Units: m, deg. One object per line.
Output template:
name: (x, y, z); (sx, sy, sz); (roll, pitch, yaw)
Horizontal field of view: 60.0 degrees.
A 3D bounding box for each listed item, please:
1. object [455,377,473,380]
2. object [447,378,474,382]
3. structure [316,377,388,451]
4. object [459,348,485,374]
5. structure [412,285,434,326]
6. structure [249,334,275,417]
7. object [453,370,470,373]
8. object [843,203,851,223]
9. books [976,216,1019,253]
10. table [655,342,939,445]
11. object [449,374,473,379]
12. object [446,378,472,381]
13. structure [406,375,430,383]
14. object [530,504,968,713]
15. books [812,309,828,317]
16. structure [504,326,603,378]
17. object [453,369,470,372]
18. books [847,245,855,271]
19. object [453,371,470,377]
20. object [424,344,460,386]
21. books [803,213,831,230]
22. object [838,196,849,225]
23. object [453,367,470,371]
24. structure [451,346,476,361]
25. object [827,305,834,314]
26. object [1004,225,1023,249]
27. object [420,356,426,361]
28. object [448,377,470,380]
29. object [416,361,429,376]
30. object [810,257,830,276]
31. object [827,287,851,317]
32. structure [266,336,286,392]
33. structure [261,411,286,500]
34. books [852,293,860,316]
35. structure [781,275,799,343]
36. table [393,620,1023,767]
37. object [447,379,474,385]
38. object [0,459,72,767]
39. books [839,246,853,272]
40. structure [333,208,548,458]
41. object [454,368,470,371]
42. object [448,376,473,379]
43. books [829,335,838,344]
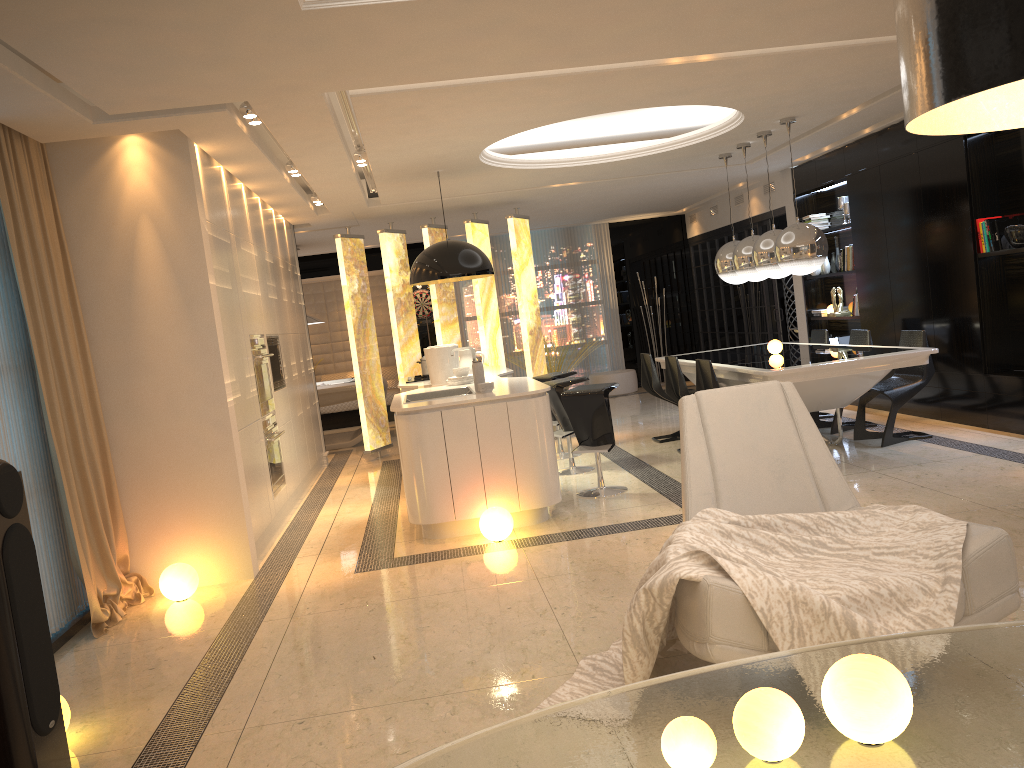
object: (-0.395, -0.041, 7.061); (0.229, 0.016, 0.229); (-5, 5, 24)
object: (-0.393, -0.024, 7.063); (0.264, 0.033, 0.264); (-10, 5, -36)
structure: (-3.072, 0.480, 11.598); (2.912, 0.812, 1.659); (-8, 4, -6)
object: (-0.359, -0.169, 7.524); (0.211, 0.254, 0.183); (-11, 6, -43)
structure: (-1.375, -1.223, 13.609); (0.669, 0.669, 0.048); (-8, 4, -6)
structure: (-2.107, -0.043, 6.640); (0.595, 0.597, 0.609); (-8, 4, -6)
object: (-0.400, -0.080, 7.059); (0.138, 0.051, 0.138); (-3, 6, 42)
object: (3.479, -1.755, 9.142); (0.104, 0.224, 0.104); (-8, 4, -4)
books: (3.749, -1.158, 6.831); (0.210, 0.270, 0.236); (-8, 4, -6)
table: (2.308, 0.113, 7.775); (1.293, 0.759, 3.031); (-8, 4, -6)
object: (-0.397, -0.055, 7.060); (0.229, 0.016, 0.229); (-5, 5, 24)
object: (-0.393, -0.030, 7.063); (0.264, 0.033, 0.264); (-10, 5, -36)
structure: (-0.765, -0.076, 8.519); (0.502, 0.026, 0.811); (-8, 4, -6)
object: (0.808, 0.746, 3.022); (1.347, 0.580, 0.972); (-5, 5, 31)
books: (3.499, -0.795, 9.891); (0.209, 0.073, 0.266); (-7, 4, -2)
structure: (0.594, -0.263, 13.084); (1.282, 1.142, 1.275); (-4, 6, 41)
object: (-0.400, -0.086, 7.058); (0.138, 0.051, 0.138); (-3, 6, 42)
books: (3.532, -1.292, 8.986); (0.212, 0.261, 0.252); (-8, 4, -6)
object: (-0.399, -0.074, 7.059); (0.138, 0.051, 0.138); (-3, 6, 42)
object: (-0.569, -0.165, 7.335); (0.288, 0.330, 0.288); (-6, 4, 12)
books: (3.365, -1.775, 9.825); (0.259, 0.188, 0.302); (-7, 4, 1)
object: (3.469, -1.801, 9.251); (0.111, 0.301, 0.111); (-8, 4, -10)
object: (-0.402, -0.097, 7.058); (0.138, 0.051, 0.138); (-3, 6, 42)
structure: (-0.327, -0.103, 6.223); (0.177, 0.310, 0.089); (-8, 4, -6)
object: (3.500, -0.805, 9.676); (0.125, 0.125, 0.125); (-4, 5, 34)
object: (3.772, -1.088, 6.524); (0.193, 0.177, 0.375); (-8, 4, -5)
object: (-0.768, -0.249, 8.505); (0.249, 0.212, 0.256); (-5, 5, 30)
object: (-0.396, -0.046, 7.061); (0.229, 0.016, 0.229); (-5, 5, 24)
object: (-0.750, -0.165, 8.515); (0.266, 0.147, 0.253); (-4, 5, 37)
object: (3.392, -1.405, 9.839); (0.210, 0.395, 0.180); (-7, 4, -2)
object: (3.487, -0.881, 9.502); (0.177, 0.311, 0.177); (-8, 4, -6)
structure: (-2.182, -0.148, 7.376); (0.446, 0.450, 0.659); (-8, 4, -6)
structure: (-2.030, 0.560, 6.685); (0.595, 0.597, 0.609); (-8, 4, -6)
books: (3.588, -0.821, 9.032); (0.182, 0.232, 0.284); (-7, 4, -3)
structure: (4.398, -2.225, 12.623); (1.964, 4.134, 3.425); (-8, 4, -6)
table: (0.716, 0.875, 1.435); (2.140, 0.565, 0.999); (-8, 4, -6)
object: (-0.392, -0.018, 7.064); (0.264, 0.033, 0.264); (-10, 5, -36)
object: (-1.794, 0.819, 2.885); (0.468, 1.127, 0.285); (-8, 4, -6)
books: (3.510, -1.301, 9.193); (0.207, 0.256, 0.245); (-8, 4, -7)
structure: (-0.709, -0.566, 9.853); (2.180, 2.555, 0.448); (-8, 4, -6)
object: (-0.401, -0.091, 7.058); (0.138, 0.051, 0.138); (-3, 6, 42)
object: (-0.396, -0.050, 7.060); (0.229, 0.016, 0.229); (-5, 5, 24)
books: (3.538, -0.410, 9.987); (0.210, 0.270, 0.236); (-8, 4, -6)
